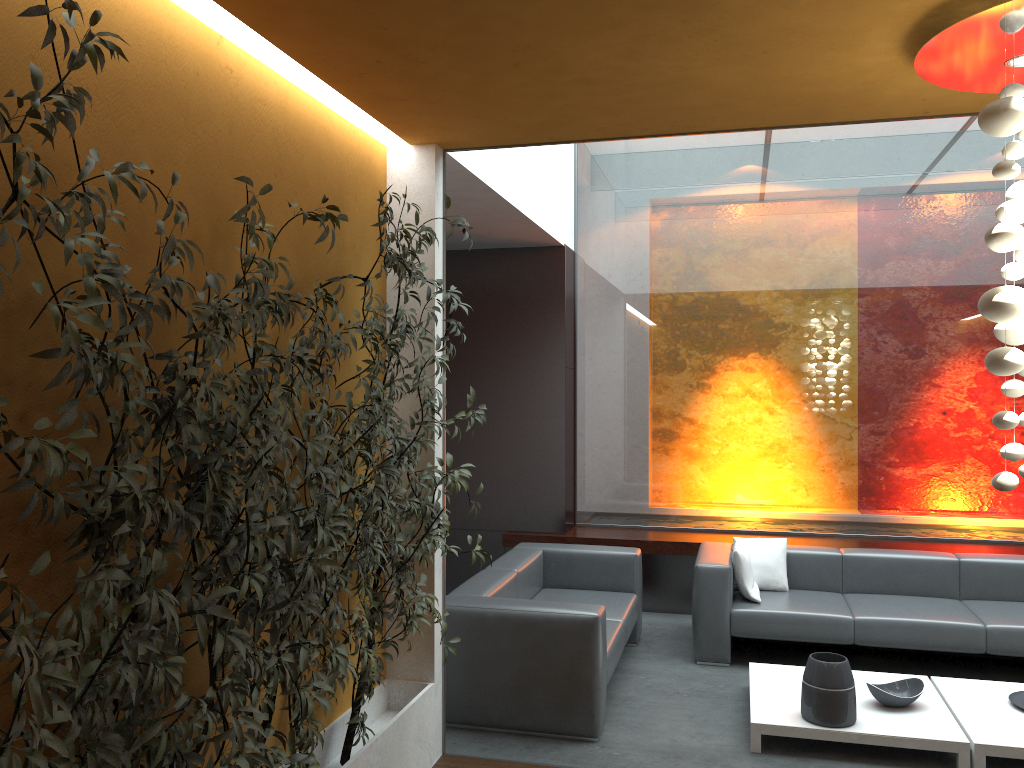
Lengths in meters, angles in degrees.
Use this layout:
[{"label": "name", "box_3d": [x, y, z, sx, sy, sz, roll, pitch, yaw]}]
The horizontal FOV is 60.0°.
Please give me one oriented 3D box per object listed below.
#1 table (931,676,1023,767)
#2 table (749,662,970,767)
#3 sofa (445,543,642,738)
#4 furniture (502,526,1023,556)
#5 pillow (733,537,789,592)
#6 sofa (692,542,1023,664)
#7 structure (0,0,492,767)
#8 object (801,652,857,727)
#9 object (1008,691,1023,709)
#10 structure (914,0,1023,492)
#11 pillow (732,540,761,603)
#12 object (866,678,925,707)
[{"label": "table", "box_3d": [2.787, 1.768, 4.535, 1.000, 0.150, 1.000, 0, 0, 15]}, {"label": "table", "box_3d": [1.802, 1.768, 4.790, 1.000, 0.150, 1.000, 0, 0, 15]}, {"label": "sofa", "box_3d": [0.253, 1.498, 5.610, 0.943, 0.652, 2.025, 0, 0, 15]}, {"label": "furniture", "box_3d": [2.898, 1.305, 6.930, 6.000, 0.109, 0.600, 0, 0, 15]}, {"label": "pillow", "box_3d": [1.764, 1.278, 6.300, 0.376, 0.361, 0.169, 0, 0, 13]}, {"label": "sofa", "box_3d": [2.636, 1.501, 5.930, 2.781, 0.652, 0.943, 0, 0, 15]}, {"label": "structure", "box_3d": [-0.714, 0.320, 2.796, 0.622, 2.483, 3.166, 0, 0, 14]}, {"label": "object", "box_3d": [1.600, 1.536, 4.483, 0.265, 0.309, 0.265, 0, 0, -13]}, {"label": "object", "box_3d": [2.815, 1.679, 4.624, 0.394, 0.027, 0.394, 0, 0, 31]}, {"label": "structure", "box_3d": [1.833, -0.399, 2.828, 1.002, 1.529, 1.002, 0, 0, -27]}, {"label": "pillow", "box_3d": [1.600, 1.278, 6.065, 0.186, 0.358, 0.376, 0, 0, 13]}, {"label": "object", "box_3d": [2.022, 1.630, 4.677, 0.317, 0.125, 0.223, 0, 0, -19]}]
